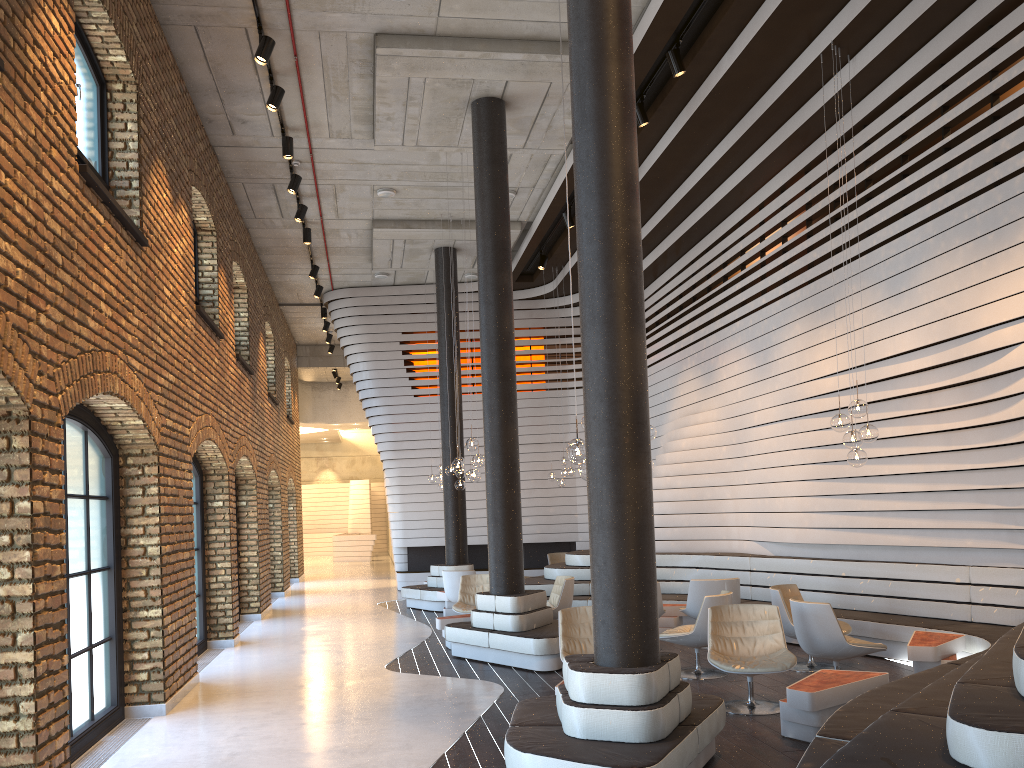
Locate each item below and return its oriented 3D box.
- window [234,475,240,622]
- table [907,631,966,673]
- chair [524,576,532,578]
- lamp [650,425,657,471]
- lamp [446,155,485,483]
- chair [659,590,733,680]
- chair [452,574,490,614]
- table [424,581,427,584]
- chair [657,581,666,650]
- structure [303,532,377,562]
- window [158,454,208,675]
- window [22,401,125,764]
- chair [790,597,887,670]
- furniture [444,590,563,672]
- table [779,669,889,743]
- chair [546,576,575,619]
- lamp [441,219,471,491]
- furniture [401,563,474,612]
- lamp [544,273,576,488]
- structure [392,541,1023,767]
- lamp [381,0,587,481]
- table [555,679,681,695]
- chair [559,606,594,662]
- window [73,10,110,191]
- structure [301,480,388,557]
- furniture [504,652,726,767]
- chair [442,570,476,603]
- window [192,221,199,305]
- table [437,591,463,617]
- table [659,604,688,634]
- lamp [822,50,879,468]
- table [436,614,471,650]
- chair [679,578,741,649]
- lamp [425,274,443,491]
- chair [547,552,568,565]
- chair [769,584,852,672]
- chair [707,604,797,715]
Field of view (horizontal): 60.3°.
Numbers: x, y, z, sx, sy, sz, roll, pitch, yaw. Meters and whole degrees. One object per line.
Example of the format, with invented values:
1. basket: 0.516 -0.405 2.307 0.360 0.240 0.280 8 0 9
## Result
1. window: -7.268 3.058 17.195 2.175 2.516 13.023 1 -8 -39
2. table: 3.627 2.350 7.492 0.417 0.368 0.906 -5 -8 28
3. chair: 0.195 3.346 15.046 0.709 0.762 0.662 -2 -5 -5
4. lamp: 1.243 -1.418 9.283 0.309 4.719 0.665 -2 -2 -1
5. lamp: -0.574 -1.105 10.941 0.542 4.652 0.296 -1 -2 -24
6. chair: 1.719 2.336 8.269 0.717 0.762 0.655 -5 -5 31
7. chair: -0.411 2.841 11.282 0.658 0.762 0.714 -3 -5 9
8. table: -1.195 3.719 15.912 0.901 0.368 0.419 2 -7 -31
9. chair: 1.382 2.568 9.827 0.658 0.762 0.713 -3 -5 11
10. structure: -6.328 6.053 32.995 2.539 0.892 7.594 2 -9 -31
11. window: -3.735 1.900 9.921 0.130 2.522 2.377 -2 -5 -10
12. window: -3.123 1.350 6.171 0.130 2.522 2.377 -2 -5 -10
13. chair: 2.711 2.171 7.368 0.708 0.762 0.663 -1 -5 -10
14. furniture: 0.221 2.592 9.514 1.269 0.718 1.794 3 -9 -38
15. table: 2.157 2.204 6.040 0.901 0.368 0.418 3 -7 -36
16. chair: 0.412 2.716 10.615 0.709 0.762 0.662 -2 -5 -6
17. lamp: -0.840 -0.677 13.523 0.278 4.606 0.541 -4 -3 42
18. furniture: -1.182 3.377 14.719 1.270 0.718 1.792 -1 -7 -14
19. lamp: 0.822 -0.453 15.978 0.547 4.652 0.293 -3 -2 16
20. structure: 2.191 2.621 11.004 5.754 0.922 18.418 0 -8 -13
21. lamp: 2.775 -2.384 1.510 9.011 4.586 42.364 -1 -8 -9
22. table: 0.733 2.301 6.342 0.904 0.369 0.417 -1 -5 -6
23. chair: 0.706 2.216 7.139 0.655 0.762 0.717 -2 -5 -8
24. window: -3.155 -1.960 6.295 0.125 1.443 1.586 -2 -5 -10
25. structure: -6.936 5.409 35.260 4.521 2.849 5.877 -1 -7 -9
26. furniture: 0.472 1.983 5.240 1.285 0.718 1.772 -5 -8 26
27. chair: -0.657 3.059 12.764 0.662 0.762 0.710 -5 -5 28
28. window: -3.767 -1.410 10.044 0.125 1.443 1.586 -2 -5 -10
29. table: -0.708 3.367 13.534 0.905 0.369 0.417 -2 -5 -1
30. table: 1.689 2.876 10.704 0.912 0.368 0.414 -5 -6 24
31. lamp: 2.917 -1.600 7.852 0.336 4.691 0.529 -4 -3 43
32. table: -0.466 2.926 10.462 0.902 0.369 0.418 0 -6 -16
33. chair: 2.231 2.541 9.871 0.656 0.762 0.716 -2 -5 -2
34. lamp: -1.416 -0.313 16.357 0.278 4.606 0.541 -4 -3 40
35. chair: 1.002 3.434 15.897 0.653 0.762 0.719 1 -6 -36
36. chair: 2.839 2.309 8.386 0.717 0.762 0.655 -6 -6 35
37. chair: 1.849 2.133 6.860 0.658 0.762 0.714 -3 -5 7
